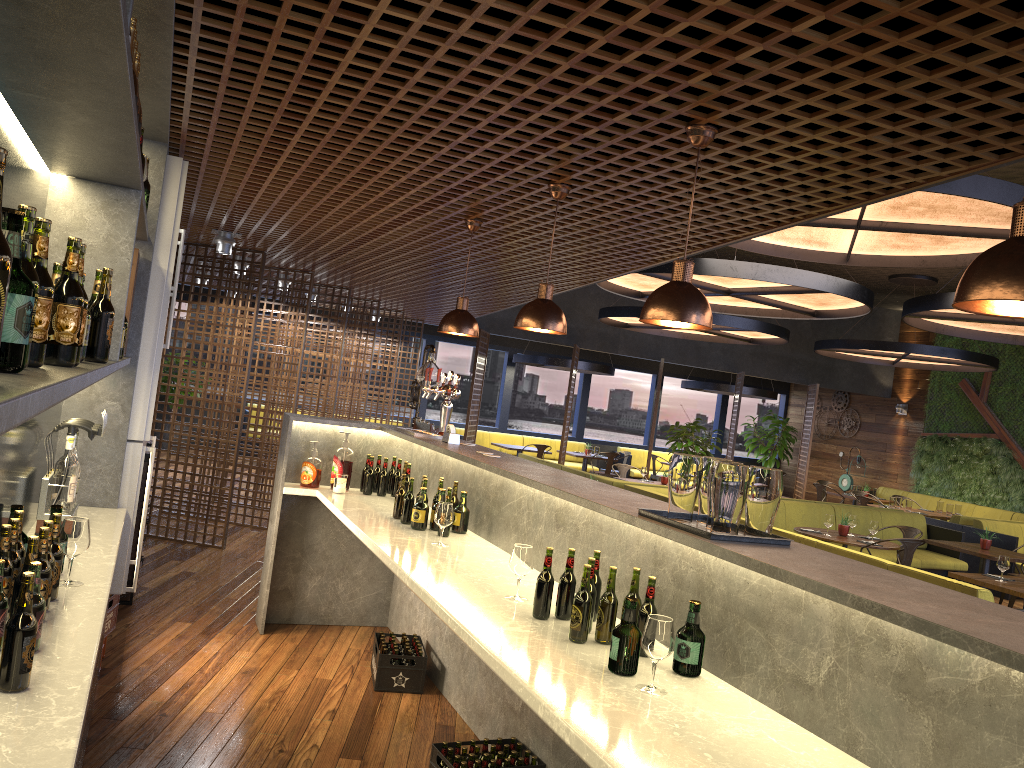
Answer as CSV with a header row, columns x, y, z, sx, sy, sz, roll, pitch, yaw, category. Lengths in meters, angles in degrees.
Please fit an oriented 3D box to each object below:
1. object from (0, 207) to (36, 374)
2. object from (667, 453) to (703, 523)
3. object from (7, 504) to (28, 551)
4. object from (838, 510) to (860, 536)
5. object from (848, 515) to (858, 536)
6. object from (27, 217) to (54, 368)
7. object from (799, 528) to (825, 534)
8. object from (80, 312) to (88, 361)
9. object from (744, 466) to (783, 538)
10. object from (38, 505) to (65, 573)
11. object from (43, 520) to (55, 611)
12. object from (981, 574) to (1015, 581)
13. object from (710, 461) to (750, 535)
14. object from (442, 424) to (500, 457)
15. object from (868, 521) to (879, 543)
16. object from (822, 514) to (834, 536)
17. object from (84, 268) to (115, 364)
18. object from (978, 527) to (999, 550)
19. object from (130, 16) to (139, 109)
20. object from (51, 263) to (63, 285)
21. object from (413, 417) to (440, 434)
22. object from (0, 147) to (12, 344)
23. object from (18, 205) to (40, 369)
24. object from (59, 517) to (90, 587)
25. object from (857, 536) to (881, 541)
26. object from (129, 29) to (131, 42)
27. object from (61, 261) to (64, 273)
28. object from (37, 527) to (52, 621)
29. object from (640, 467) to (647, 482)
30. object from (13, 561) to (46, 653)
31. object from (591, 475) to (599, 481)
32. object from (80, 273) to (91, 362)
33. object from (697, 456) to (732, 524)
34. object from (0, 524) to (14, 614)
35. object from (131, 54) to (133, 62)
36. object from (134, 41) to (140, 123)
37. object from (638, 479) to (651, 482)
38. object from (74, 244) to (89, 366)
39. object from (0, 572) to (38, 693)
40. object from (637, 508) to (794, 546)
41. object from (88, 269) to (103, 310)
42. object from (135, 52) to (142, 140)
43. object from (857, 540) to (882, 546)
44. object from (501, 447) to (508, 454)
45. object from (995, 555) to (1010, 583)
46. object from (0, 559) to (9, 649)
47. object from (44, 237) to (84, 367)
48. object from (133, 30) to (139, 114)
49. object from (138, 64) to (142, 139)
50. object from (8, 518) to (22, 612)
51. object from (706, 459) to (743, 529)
x,y,z,sx,sy,sz,roll,pitch,yaw,category
-0.706,-0.130,1.221,0.088,0.224,0.088,8,-1,-7,object
0.534,0.323,2.756,0.105,0.209,0.105,8,-1,13,object
-1.571,0.493,2.789,0.088,0.224,0.088,7,-1,38,object
3.344,1.392,8.927,0.238,0.271,0.260,8,-1,0,object
3.489,1.450,9.098,0.097,0.206,0.097,8,-1,17,object
-0.817,-0.156,1.513,0.063,0.254,0.063,7,-1,20,object
3.035,1.481,8.939,0.255,0.019,0.157,8,-1,11,object
-1.068,-0.168,2.133,0.088,0.224,0.088,7,-1,38,object
0.725,0.347,2.574,0.105,0.209,0.105,8,-1,13,object
-1.490,0.505,2.874,0.088,0.224,0.088,8,-1,-27,object
-1.314,0.509,2.482,0.063,0.254,0.063,7,-1,25,object
4.021,1.595,7.297,0.157,0.019,0.255,8,-1,-21,object
0.621,0.333,2.545,0.105,0.209,0.105,8,-1,13,object
-0.172,0.305,4.807,0.200,0.106,0.766,8,-1,-22,object
3.552,1.454,8.719,0.097,0.206,0.097,8,-1,3,object
3.135,1.398,8.790,0.097,0.206,0.097,7,-1,20,object
-1.095,-0.183,2.366,0.063,0.254,0.063,8,-1,-29,object
5.084,1.635,9.477,0.260,0.271,0.238,8,-1,13,object
-1.017,-0.797,2.319,0.084,0.330,0.084,8,-1,-15,object
-1.260,-0.205,2.431,0.063,0.254,0.063,7,-1,40,object
-0.559,0.272,5.835,0.177,0.091,0.091,7,-1,43,object
-0.577,-0.131,0.958,0.063,0.254,0.063,8,-1,-35,object
-0.773,-0.152,1.383,0.063,0.254,0.063,8,-1,-4,object
-1.386,0.527,2.795,0.097,0.206,0.097,7,-1,37,object
3.627,1.562,9.010,0.255,0.019,0.157,8,-1,-19,object
-0.870,-0.771,1.922,0.085,0.310,0.086,8,-1,6,object
-1.183,-0.196,2.329,0.063,0.254,0.063,8,-1,6,object
-1.277,0.513,2.390,0.063,0.254,0.063,7,-1,40,object
1.847,1.268,12.447,0.097,0.206,0.097,7,-1,24,object
-1.173,0.542,2.157,0.068,0.217,0.068,8,-1,-27,object
0.839,1.057,9.278,0.260,0.271,0.238,8,-1,-20,object
-1.108,-0.172,2.233,0.088,0.224,0.088,8,-1,-7,object
0.637,0.338,2.805,0.105,0.209,0.105,8,-1,13,object
-1.361,0.501,2.358,0.063,0.254,0.063,7,-1,30,object
-0.944,-0.779,2.101,0.085,0.310,0.086,8,-1,12,object
-1.086,-0.804,2.493,0.084,0.330,0.084,8,-1,-15,object
1.914,1.374,12.600,0.157,0.019,0.255,8,-1,-21,object
-0.912,-0.165,1.835,0.063,0.254,0.063,8,-1,15,object
-1.066,0.536,1.925,0.063,0.254,0.063,8,-1,-14,object
0.596,0.427,2.660,0.273,0.019,0.437,8,-1,-22,object
-1.158,-0.191,2.462,0.063,0.254,0.063,8,-1,-15,object
-1.120,-0.808,2.589,0.084,0.330,0.084,8,-1,-15,object
3.443,1.532,8.573,0.157,0.019,0.255,8,-1,-15,object
-0.148,0.954,11.764,0.260,0.271,0.238,8,-1,-20,object
3.953,1.489,7.143,0.097,0.206,0.097,8,-1,-30,object
-1.250,0.531,2.134,0.068,0.217,0.068,8,-1,-17,object
-0.875,-0.161,1.741,0.063,0.254,0.063,7,-1,40,object
-1.052,-0.801,2.406,0.084,0.330,0.084,8,-1,-15,object
-1.158,-0.812,2.678,0.084,0.330,0.084,8,-1,-15,object
-1.391,0.498,2.450,0.063,0.254,0.063,7,-1,40,object
0.636,0.336,2.667,0.105,0.209,0.105,8,-1,13,object
